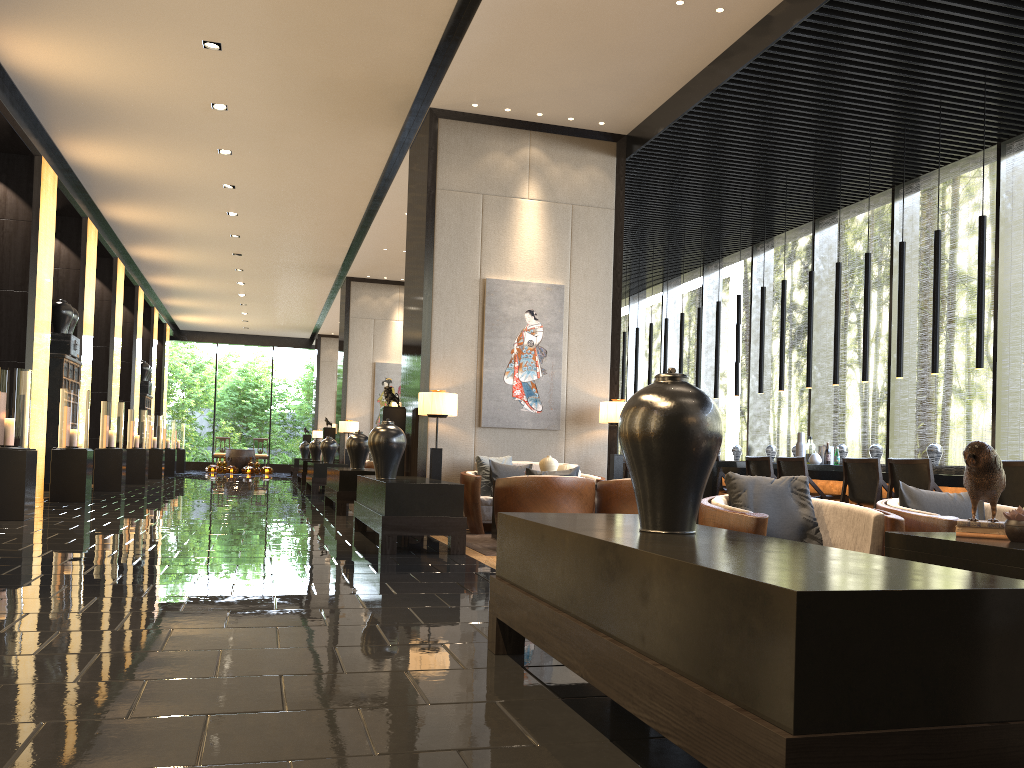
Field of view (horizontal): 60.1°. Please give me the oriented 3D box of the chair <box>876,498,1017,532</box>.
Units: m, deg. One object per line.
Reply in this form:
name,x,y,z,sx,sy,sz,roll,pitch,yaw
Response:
chair,1.941,0.810,3.843,0.804,0.603,0.607,3,-3,-16

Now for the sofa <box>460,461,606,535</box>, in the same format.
sofa,0.187,1.108,8.652,1.450,0.692,0.604,3,-3,-16

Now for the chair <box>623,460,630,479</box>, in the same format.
chair,1.793,1.377,12.045,0.563,0.826,0.526,3,-2,-16

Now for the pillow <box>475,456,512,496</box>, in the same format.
pillow,-0.155,0.897,8.661,0.434,0.399,0.201,4,-3,-37

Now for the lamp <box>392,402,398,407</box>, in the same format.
lamp,-1.222,0.880,10.224,0.375,1.317,0.375,1,-2,28

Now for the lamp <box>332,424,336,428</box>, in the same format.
lamp,-3.659,1.499,18.811,0.375,1.349,0.375,2,-2,3

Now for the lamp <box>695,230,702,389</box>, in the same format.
lamp,2.544,-0.981,11.999,0.060,2.416,0.060,2,-1,-21

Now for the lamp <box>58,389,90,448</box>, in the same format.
lamp,-5.478,0.435,11.078,0.337,0.728,0.337,2,-2,-10

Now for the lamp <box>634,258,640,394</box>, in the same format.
lamp,1.981,-0.834,13.981,0.060,2.416,0.060,2,-1,-21

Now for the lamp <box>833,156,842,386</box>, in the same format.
lamp,3.363,-1.194,9.113,0.060,2.416,0.060,2,-1,-21

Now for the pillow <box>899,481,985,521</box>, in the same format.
pillow,1.918,0.606,3.964,0.441,0.337,0.205,2,-2,-9

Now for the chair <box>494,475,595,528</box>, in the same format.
chair,0.275,1.009,6.893,0.804,0.603,0.607,3,-3,-16

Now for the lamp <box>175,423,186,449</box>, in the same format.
lamp,-9.487,1.479,25.202,0.337,0.728,0.337,3,-2,-28

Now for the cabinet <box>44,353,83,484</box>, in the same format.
cabinet,-6.451,0.584,12.370,0.548,1.920,1.189,2,-2,-16

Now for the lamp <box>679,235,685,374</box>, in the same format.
lamp,2.404,-0.944,12.493,0.060,2.416,0.060,2,-1,-21

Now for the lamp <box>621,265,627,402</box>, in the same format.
lamp,1.841,-0.798,14.474,0.060,2.416,0.060,2,-1,-21

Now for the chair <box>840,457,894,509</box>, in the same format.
chair,3.094,1.038,7.462,0.563,0.826,0.526,3,-2,-16

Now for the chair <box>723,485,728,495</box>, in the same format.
chair,2.227,1.264,10.517,0.563,0.826,0.526,3,-2,-16

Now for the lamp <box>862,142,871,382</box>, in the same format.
lamp,3.487,-1.227,8.674,0.060,2.416,0.060,2,-1,-21

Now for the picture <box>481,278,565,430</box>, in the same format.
picture,0.113,-0.296,9.035,0.835,1.499,0.037,2,-1,-16

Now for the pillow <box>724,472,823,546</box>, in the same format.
pillow,1.094,0.556,3.729,0.399,0.361,0.222,3,-2,-15

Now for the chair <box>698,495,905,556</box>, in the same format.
chair,1.118,0.764,3.610,0.804,0.603,0.607,3,-3,-16

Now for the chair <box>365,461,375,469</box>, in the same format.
chair,-2.147,1.641,15.428,0.804,0.603,0.607,3,-3,-16

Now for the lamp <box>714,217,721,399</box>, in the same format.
lamp,2.684,-1.017,11.505,0.060,2.416,0.060,2,-1,-21

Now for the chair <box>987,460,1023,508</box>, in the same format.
chair,3.527,0.925,5.934,0.563,0.826,0.526,3,-2,-16

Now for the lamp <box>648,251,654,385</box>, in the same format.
lamp,2.122,-0.871,13.486,0.060,2.416,0.060,2,-1,-21

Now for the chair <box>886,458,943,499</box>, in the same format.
chair,3.251,0.997,6.909,0.563,0.826,0.526,3,-2,-16

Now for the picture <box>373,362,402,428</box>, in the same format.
picture,-2.328,0.340,17.637,0.835,1.499,0.037,2,-1,-16

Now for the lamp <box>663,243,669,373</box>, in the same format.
lamp,2.265,-0.908,12.981,0.060,2.416,0.060,2,-1,-21

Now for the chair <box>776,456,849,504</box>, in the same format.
chair,2.817,1.110,8.436,0.563,0.826,0.526,3,-2,-16

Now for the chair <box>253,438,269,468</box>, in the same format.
chair,-7.830,2.223,27.520,0.520,1.074,0.537,2,-2,-16

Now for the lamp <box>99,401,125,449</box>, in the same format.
lamp,-6.280,0.643,13.903,0.337,0.728,0.337,2,-2,-14

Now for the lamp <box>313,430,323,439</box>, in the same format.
lamp,-5.620,2.010,25.723,0.375,1.349,0.375,1,-2,14

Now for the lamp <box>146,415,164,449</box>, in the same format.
lamp,-7.883,1.061,19.552,0.337,0.728,0.337,2,-2,-14

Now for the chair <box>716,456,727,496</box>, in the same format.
chair,2.384,1.223,9.964,0.563,0.826,0.526,3,-2,-16

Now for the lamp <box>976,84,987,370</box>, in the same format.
lamp,3.878,-1.328,7.296,0.060,2.416,0.060,2,-1,-11

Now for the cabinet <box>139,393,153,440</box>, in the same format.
cabinet,-8.859,1.211,20.853,0.548,1.920,1.189,2,-2,-16

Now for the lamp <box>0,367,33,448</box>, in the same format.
lamp,-4.676,0.226,8.253,0.337,0.728,0.337,4,-3,-43

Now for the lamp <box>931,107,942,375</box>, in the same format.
lamp,3.741,-1.293,7.779,0.060,2.416,0.060,2,-1,-21

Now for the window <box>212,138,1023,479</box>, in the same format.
window,-2.666,-0.336,13.690,12.061,4.219,31.946,3,-5,-16

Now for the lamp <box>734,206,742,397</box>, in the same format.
lamp,2.825,-1.054,11.009,0.060,2.416,0.060,2,-1,-21

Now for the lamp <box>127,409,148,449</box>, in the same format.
lamp,-7.082,0.852,16.728,0.337,0.728,0.337,2,-2,-14

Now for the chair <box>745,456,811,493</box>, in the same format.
chair,2.660,1.151,8.989,0.563,0.826,0.526,3,-2,-16

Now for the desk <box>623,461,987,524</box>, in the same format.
desk,1.532,1.588,14.320,1.781,0.758,28.789,3,-5,-16

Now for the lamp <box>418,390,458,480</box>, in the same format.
lamp,-0.728,0.737,8.485,0.375,1.346,0.375,1,-2,35

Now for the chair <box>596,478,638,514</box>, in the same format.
chair,1.098,1.055,7.126,0.804,0.603,0.607,3,-3,-16

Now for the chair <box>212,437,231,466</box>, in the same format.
chair,-8.914,2.162,27.212,0.520,1.074,0.537,2,-2,-16

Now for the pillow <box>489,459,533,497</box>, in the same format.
pillow,-0.016,0.912,8.539,0.472,0.360,0.219,3,-3,-19

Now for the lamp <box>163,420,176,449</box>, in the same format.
lamp,-8.685,1.270,22.377,0.337,0.728,0.337,2,-2,-14

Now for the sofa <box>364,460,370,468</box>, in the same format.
sofa,-2.236,1.739,17.188,1.450,0.692,0.604,3,-3,-16

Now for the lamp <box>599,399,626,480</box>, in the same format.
lamp,1.063,0.835,8.992,0.375,1.349,0.375,1,-2,14

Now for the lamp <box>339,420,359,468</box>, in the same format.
lamp,-3.165,1.370,17.072,0.375,1.349,0.375,2,-2,3

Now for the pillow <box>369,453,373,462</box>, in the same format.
pillow,-2.577,1.528,17.197,0.434,0.399,0.201,4,-3,-37

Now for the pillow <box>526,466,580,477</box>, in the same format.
pillow,0.311,0.788,6.781,0.441,0.337,0.205,2,-2,-9
